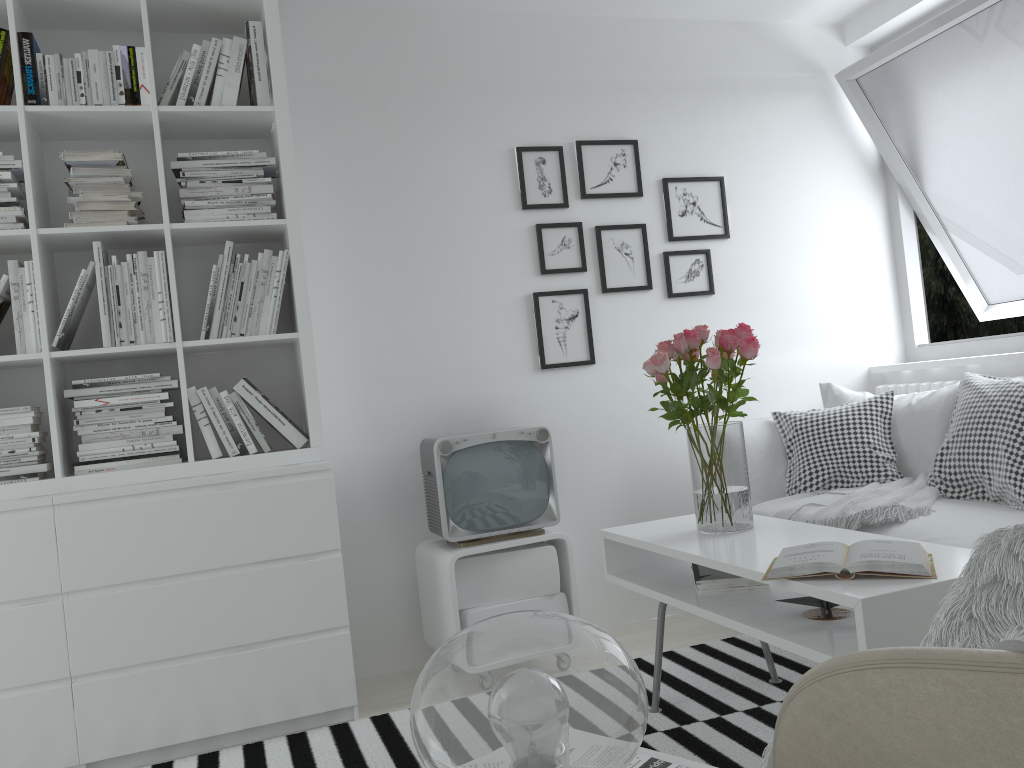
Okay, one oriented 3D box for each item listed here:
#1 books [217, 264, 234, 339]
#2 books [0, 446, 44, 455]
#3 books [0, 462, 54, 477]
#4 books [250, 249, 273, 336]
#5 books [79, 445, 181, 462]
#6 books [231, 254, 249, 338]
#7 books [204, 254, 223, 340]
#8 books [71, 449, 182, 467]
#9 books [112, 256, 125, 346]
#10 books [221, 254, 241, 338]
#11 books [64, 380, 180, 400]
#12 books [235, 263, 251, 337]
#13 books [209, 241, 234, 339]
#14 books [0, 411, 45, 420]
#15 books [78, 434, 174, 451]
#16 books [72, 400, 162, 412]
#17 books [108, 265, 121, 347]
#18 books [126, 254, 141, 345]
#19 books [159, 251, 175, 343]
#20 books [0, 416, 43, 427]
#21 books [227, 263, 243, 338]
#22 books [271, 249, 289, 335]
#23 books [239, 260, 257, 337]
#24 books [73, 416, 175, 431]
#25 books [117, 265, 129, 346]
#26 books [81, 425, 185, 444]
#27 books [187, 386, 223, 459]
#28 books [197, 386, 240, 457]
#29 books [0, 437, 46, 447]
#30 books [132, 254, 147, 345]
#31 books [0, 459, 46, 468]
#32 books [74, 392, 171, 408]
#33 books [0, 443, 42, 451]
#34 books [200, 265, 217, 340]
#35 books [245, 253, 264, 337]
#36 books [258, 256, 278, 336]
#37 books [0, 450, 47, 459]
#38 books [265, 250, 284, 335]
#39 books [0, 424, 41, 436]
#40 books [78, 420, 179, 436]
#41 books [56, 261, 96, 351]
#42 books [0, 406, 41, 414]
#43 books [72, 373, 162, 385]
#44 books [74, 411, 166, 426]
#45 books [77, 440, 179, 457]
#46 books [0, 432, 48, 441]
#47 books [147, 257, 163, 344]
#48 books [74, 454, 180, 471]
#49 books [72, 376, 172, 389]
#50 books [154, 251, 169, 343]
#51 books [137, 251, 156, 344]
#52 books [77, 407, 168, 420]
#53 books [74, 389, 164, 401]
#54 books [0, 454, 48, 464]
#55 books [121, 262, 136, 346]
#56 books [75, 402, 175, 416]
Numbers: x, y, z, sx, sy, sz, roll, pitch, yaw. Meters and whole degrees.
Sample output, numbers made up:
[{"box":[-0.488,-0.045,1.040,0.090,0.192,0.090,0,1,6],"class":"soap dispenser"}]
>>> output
[{"box":[-0.963,-0.266,2.978,0.078,0.248,0.161,-6,-1,-19],"class":"books"},{"box":[-1.612,0.216,2.736,0.285,0.012,0.159,-6,-1,-19],"class":"books"},{"box":[-1.603,0.275,2.737,0.331,0.025,0.176,-6,-1,-19],"class":"books"},{"box":[-0.860,-0.298,3.030,0.103,0.293,0.180,-6,-1,-19],"class":"books"},{"box":[-1.222,0.221,2.854,0.288,0.016,0.182,-6,-1,-19],"class":"books"},{"box":[-0.921,-0.285,2.992,0.085,0.278,0.159,-6,-1,-19],"class":"books"},{"box":[-0.994,-0.278,2.958,0.085,0.278,0.159,-6,-1,-19],"class":"books"},{"box":[-1.248,0.239,2.898,0.312,0.012,0.251,-6,-1,-18],"class":"books"},{"box":[-1.253,-0.256,2.842,0.012,0.285,0.159,-6,-1,-19],"class":"books"},{"box":[-0.952,-0.283,2.998,0.090,0.282,0.182,-6,-1,-19],"class":"books"},{"box":[-1.252,0.019,2.867,0.331,0.025,0.176,-6,-1,-19],"class":"books"},{"box":[-0.909,-0.271,2.989,0.077,0.248,0.161,-6,-1,-19],"class":"books"},{"box":[-0.975,-0.302,2.976,0.109,0.325,0.176,-6,-1,-19],"class":"books"},{"box":[-1.619,0.108,2.738,0.288,0.016,0.182,-6,-1,-19],"class":"books"},{"box":[-1.236,0.188,2.863,0.273,0.021,0.174,-6,-1,-19],"class":"books"},{"box":[-1.261,0.072,2.852,0.256,0.013,0.161,-6,-1,-19],"class":"books"},{"box":[-1.261,-0.240,2.830,0.013,0.256,0.161,-6,-1,-19],"class":"books"},{"box":[-1.217,-0.261,2.871,0.016,0.288,0.182,-6,-1,-19],"class":"books"},{"box":[-1.117,-0.272,2.876,0.016,0.288,0.182,-6,-1,-19],"class":"books"},{"box":[-1.616,0.127,2.739,0.273,0.021,0.174,-6,-1,-19],"class":"books"},{"box":[-0.932,-0.269,2.979,0.078,0.249,0.161,-6,-1,-19],"class":"books"},{"box":[-0.796,-0.301,3.023,0.090,0.282,0.182,-6,-1,-19],"class":"books"},{"box":[-0.896,-0.277,3.003,0.085,0.258,0.167,-6,-1,-19],"class":"books"},{"box":[-1.251,0.128,2.878,0.288,0.016,0.182,-6,-1,-19],"class":"books"},{"box":[-1.238,-0.242,2.840,0.012,0.254,0.161,-6,-1,-19],"class":"books"},{"box":[-1.225,0.164,2.885,0.296,0.028,0.180,-6,-1,-19],"class":"books"},{"box":[-1.011,0.128,2.912,0.093,0.239,0.172,-6,-1,-19],"class":"books"},{"box":[-0.966,0.125,2.916,0.112,0.235,0.172,-6,-1,-19],"class":"books"},{"box":[-1.599,0.187,2.744,0.263,0.017,0.167,-6,-1,-19],"class":"books"},{"box":[-1.202,-0.262,2.876,0.016,0.288,0.182,-6,-1,-19],"class":"books"},{"box":[-1.593,0.255,2.741,0.254,0.013,0.161,-6,-1,-19],"class":"books"},{"box":[-1.250,0.054,2.860,0.273,0.021,0.174,-6,-1,-19],"class":"books"},{"box":[-1.601,0.203,2.734,0.254,0.012,0.161,-6,-1,-19],"class":"books"},{"box":[-1.011,-0.260,2.955,0.077,0.248,0.161,-6,-1,-19],"class":"books"},{"box":[-0.883,-0.290,3.022,0.090,0.282,0.182,-6,-1,-19],"class":"books"},{"box":[-0.838,-0.289,3.032,0.091,0.269,0.174,-6,-1,-19],"class":"books"},{"box":[-1.588,0.226,2.735,0.256,0.013,0.161,-6,-1,-19],"class":"books"},{"box":[-0.816,-0.299,3.033,0.090,0.282,0.182,-6,-1,-19],"class":"books"},{"box":[-1.638,0.153,2.747,0.296,0.028,0.180,-6,-1,-19],"class":"books"},{"box":[-1.239,0.142,2.881,0.288,0.016,0.182,-6,-1,-19],"class":"books"},{"box":[-1.364,-0.241,2.794,0.131,0.263,0.159,-6,-1,-19],"class":"books"},{"box":[-1.623,0.093,2.726,0.288,0.016,0.182,-6,-1,-19],"class":"books"},{"box":[-1.266,-0.013,2.858,0.254,0.012,0.161,-6,-1,-19],"class":"books"},{"box":[-1.257,0.111,2.863,0.263,0.017,0.167,-6,-1,-19],"class":"books"},{"box":[-1.233,0.207,2.862,0.288,0.016,0.182,-6,-1,-19],"class":"books"},{"box":[-1.614,0.172,2.755,0.288,0.016,0.182,-6,-1,-19],"class":"books"},{"box":[-1.152,-0.260,2.875,0.021,0.273,0.174,-6,-1,-19],"class":"books"},{"box":[-1.246,0.252,2.889,0.308,0.014,0.232,-6,-1,-21],"class":"books"},{"box":[-1.248,-0.001,2.859,0.285,0.012,0.159,-6,-1,-19],"class":"books"},{"box":[-1.135,-0.271,2.881,0.016,0.288,0.182,-6,-1,-19],"class":"books"},{"box":[-1.181,-0.268,2.883,0.028,0.296,0.180,-6,-1,-19],"class":"books"},{"box":[-1.250,0.095,2.857,0.254,0.012,0.161,-6,-1,-19],"class":"books"},{"box":[-1.262,0.038,2.863,0.254,0.013,0.161,-6,-1,-19],"class":"books"},{"box":[-1.616,0.244,2.750,0.288,0.016,0.182,-6,-1,-19],"class":"books"},{"box":[-1.227,-0.247,2.853,0.017,0.263,0.167,-6,-1,-19],"class":"books"},{"box":[-1.242,0.082,2.866,0.285,0.012,0.159,-6,-1,-19],"class":"books"}]
